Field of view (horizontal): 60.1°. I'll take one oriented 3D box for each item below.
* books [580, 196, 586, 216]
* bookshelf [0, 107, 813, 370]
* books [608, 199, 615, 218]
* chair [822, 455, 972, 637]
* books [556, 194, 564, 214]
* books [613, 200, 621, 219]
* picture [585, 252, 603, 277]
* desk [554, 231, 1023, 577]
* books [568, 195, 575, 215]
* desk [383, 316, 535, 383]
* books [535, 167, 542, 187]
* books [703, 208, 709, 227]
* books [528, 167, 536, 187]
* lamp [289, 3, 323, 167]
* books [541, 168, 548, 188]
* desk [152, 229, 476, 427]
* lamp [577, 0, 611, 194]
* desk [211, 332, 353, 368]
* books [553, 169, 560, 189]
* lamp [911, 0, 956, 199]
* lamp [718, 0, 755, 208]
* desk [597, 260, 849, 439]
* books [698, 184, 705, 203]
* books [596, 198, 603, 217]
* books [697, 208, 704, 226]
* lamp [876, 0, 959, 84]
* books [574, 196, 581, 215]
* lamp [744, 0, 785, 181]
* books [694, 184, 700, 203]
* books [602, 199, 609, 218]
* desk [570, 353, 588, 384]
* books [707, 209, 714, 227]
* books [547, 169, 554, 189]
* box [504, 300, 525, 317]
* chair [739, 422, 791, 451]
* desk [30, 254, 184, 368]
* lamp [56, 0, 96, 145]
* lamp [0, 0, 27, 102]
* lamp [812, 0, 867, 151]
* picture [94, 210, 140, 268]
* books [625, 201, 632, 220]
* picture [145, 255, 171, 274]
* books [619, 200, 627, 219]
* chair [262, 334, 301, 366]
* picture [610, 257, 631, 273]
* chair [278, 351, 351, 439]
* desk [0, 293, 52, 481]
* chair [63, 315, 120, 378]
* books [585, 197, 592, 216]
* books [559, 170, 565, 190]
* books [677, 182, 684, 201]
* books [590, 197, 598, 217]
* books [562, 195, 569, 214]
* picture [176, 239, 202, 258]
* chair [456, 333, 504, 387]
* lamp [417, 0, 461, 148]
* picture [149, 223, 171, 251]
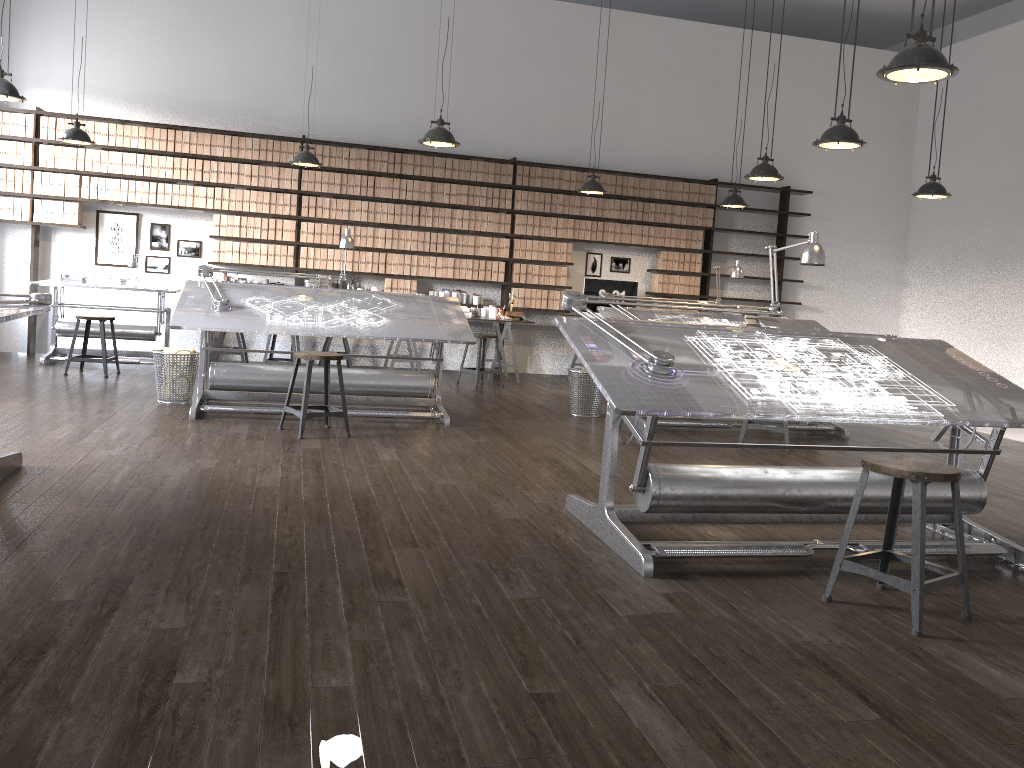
[{"bbox_3d":[0.797,-2.051,10.257,0.066,0.225,0.175,3,5,-14],"label":"books"},{"bbox_3d":[-0.913,-1.018,10.003,9.170,3.198,0.375,2,4,-14],"label":"bookshelf"},{"bbox_3d":[1.132,-2.037,10.339,0.066,0.225,0.175,3,5,-14],"label":"books"},{"bbox_3d":[1.368,0.540,3.092,0.358,0.526,0.373,1,5,-36],"label":"chair"},{"bbox_3d":[0.530,-2.062,10.188,0.066,0.225,0.175,3,5,-14],"label":"books"},{"bbox_3d":[1.203,-2.034,10.353,0.066,0.225,0.175,3,5,-14],"label":"books"},{"bbox_3d":[0.970,-1.416,10.521,0.201,0.283,0.022,3,4,-15],"label":"picture"},{"bbox_3d":[1.256,-0.002,3.953,2.067,1.382,1.081,3,5,-14],"label":"desk"},{"bbox_3d":[0.667,-2.057,10.226,0.066,0.225,0.175,3,5,-14],"label":"books"},{"bbox_3d":[-0.664,-0.404,9.629,1.667,0.667,0.658,2,5,-14],"label":"desk"},{"bbox_3d":[0.283,-2.348,10.105,0.066,0.225,0.175,3,5,-14],"label":"books"},{"bbox_3d":[2.286,-1.990,10.628,0.066,0.225,0.175,3,5,-14],"label":"books"},{"bbox_3d":[0.213,-2.352,10.093,0.066,0.225,0.175,3,5,-14],"label":"books"},{"bbox_3d":[-1.822,-3.140,8.098,0.310,2.245,0.314,2,4,-34],"label":"lamp"},{"bbox_3d":[0.350,-2.346,10.126,0.066,0.225,0.175,3,5,-14],"label":"books"},{"bbox_3d":[-1.477,-0.480,6.547,2.278,1.382,1.081,3,5,-14],"label":"desk"},{"bbox_3d":[0.877,-3.029,8.770,0.311,2.245,0.313,5,4,11],"label":"lamp"},{"bbox_3d":[-2.374,-0.474,9.203,1.667,0.667,0.658,2,5,-14],"label":"desk"},{"bbox_3d":[0.486,-2.340,10.154,0.067,0.225,0.175,3,5,-14],"label":"books"},{"bbox_3d":[3.580,-2.682,7.329,0.310,2.245,0.314,2,4,-34],"label":"lamp"},{"bbox_3d":[2.383,-2.967,9.145,0.311,2.245,0.313,5,4,11],"label":"lamp"},{"bbox_3d":[1.771,-0.347,7.356,2.067,1.382,1.081,3,5,-14],"label":"desk"},{"bbox_3d":[2.238,-2.268,10.596,0.066,0.225,0.175,3,5,-14],"label":"books"},{"bbox_3d":[0.996,-2.043,10.307,0.066,0.225,0.175,3,5,-14],"label":"books"},{"bbox_3d":[2.223,-1.992,10.608,0.067,0.225,0.175,3,5,-14],"label":"books"},{"bbox_3d":[1.747,-2.390,3.586,0.310,2.245,0.314,2,4,-34],"label":"lamp"},{"bbox_3d":[0.733,-2.053,10.237,0.067,0.225,0.175,3,5,-14],"label":"books"},{"bbox_3d":[2.074,-2.744,6.953,0.311,2.245,0.313,5,4,11],"label":"lamp"},{"bbox_3d":[2.166,-2.271,10.577,0.066,0.225,0.175,3,5,-14],"label":"books"},{"bbox_3d":[1.063,-2.041,10.326,0.066,0.225,0.175,3,5,-14],"label":"books"},{"bbox_3d":[1.411,-0.319,10.145,1.667,0.667,0.658,2,5,-14],"label":"desk"},{"bbox_3d":[2.348,-1.987,10.642,0.066,0.225,0.175,3,5,-14],"label":"books"},{"bbox_3d":[0.419,-2.343,10.143,0.066,0.225,0.175,3,5,-14],"label":"books"},{"bbox_3d":[0.026,-0.828,9.879,0.211,0.206,0.138,3,4,-14],"label":"box"},{"bbox_3d":[1.868,0.193,6.505,0.372,0.526,0.359,5,4,14],"label":"chair"},{"bbox_3d":[-3.935,-0.753,8.766,1.268,1.094,1.076,3,5,-14],"label":"desk"},{"bbox_3d":[-3.708,-3.217,7.624,0.310,2.245,0.314,2,4,-34],"label":"lamp"},{"bbox_3d":[-3.225,-2.961,5.634,0.310,2.245,0.314,2,4,-34],"label":"lamp"},{"bbox_3d":[2.055,-2.552,5.290,0.311,2.258,0.313,5,4,11],"label":"lamp"},{"bbox_3d":[-4.125,-1.511,9.250,0.415,0.573,0.040,3,4,-14],"label":"picture"},{"bbox_3d":[1.333,-2.029,10.390,0.066,0.225,0.175,3,5,-14],"label":"books"},{"bbox_3d":[-3.749,-1.262,9.371,0.251,0.183,0.023,3,4,-14],"label":"picture"},{"bbox_3d":[1.273,-2.031,10.371,0.067,0.225,0.175,3,5,-14],"label":"books"},{"bbox_3d":[-2.245,-0.334,8.682,0.371,0.526,0.360,4,4,-6],"label":"chair"},{"bbox_3d":[1.295,-1.423,10.599,0.251,0.183,0.023,3,4,-14],"label":"picture"},{"bbox_3d":[-1.262,0.065,5.717,0.358,0.526,0.373,1,5,-36],"label":"chair"},{"bbox_3d":[-2.787,-0.169,3.842,1.268,1.185,1.177,3,5,-14],"label":"desk"},{"bbox_3d":[-3.688,-0.337,7.818,0.371,0.526,0.360,4,4,-6],"label":"chair"},{"bbox_3d":[0.858,-2.049,10.271,0.066,0.225,0.175,3,5,-14],"label":"books"},{"bbox_3d":[0.549,-2.338,10.175,0.066,0.225,0.175,3,5,-14],"label":"books"},{"bbox_3d":[1.965,-2.279,10.525,0.066,0.225,0.175,3,5,-14],"label":"books"},{"bbox_3d":[0.929,-2.046,10.287,0.067,0.225,0.175,3,5,-14],"label":"books"},{"bbox_3d":[0.598,-2.060,10.209,0.066,0.225,0.175,3,5,-14],"label":"books"},{"bbox_3d":[-3.437,-1.440,9.434,0.251,0.183,0.023,3,4,-14],"label":"picture"},{"bbox_3d":[-0.316,-0.247,9.091,0.371,0.526,0.360,0,6,-41],"label":"chair"},{"bbox_3d":[-0.449,-2.847,6.325,0.311,2.245,0.313,4,3,6],"label":"lamp"},{"bbox_3d":[-3.719,-1.553,9.358,0.201,0.283,0.022,3,4,-15],"label":"picture"}]
